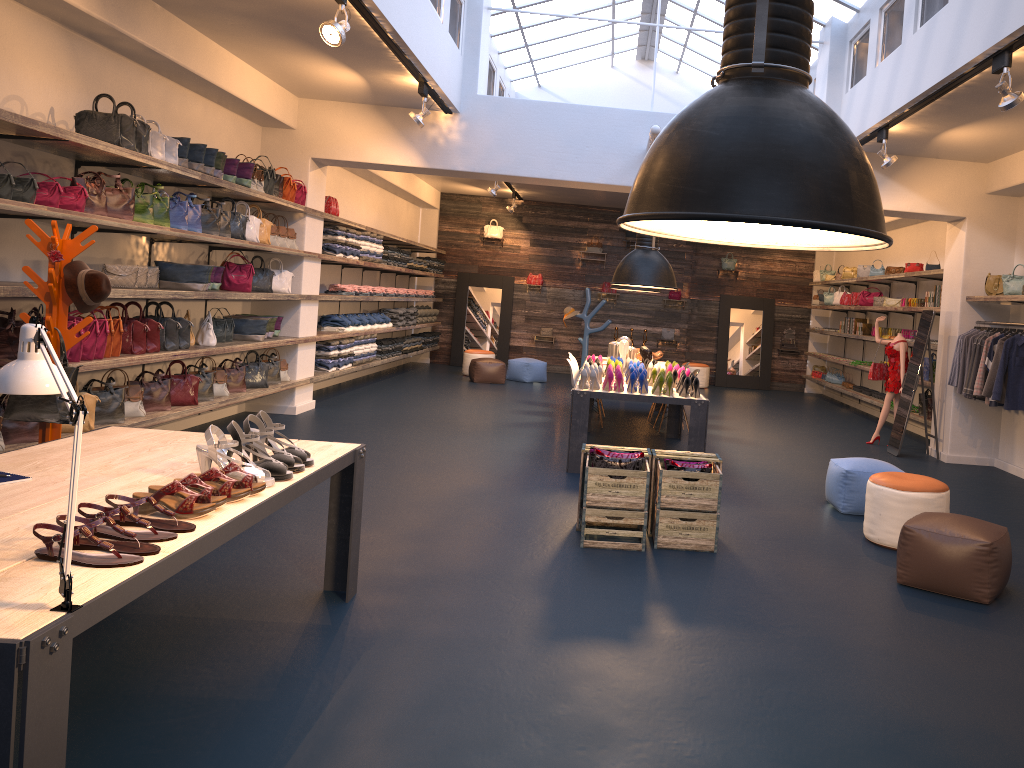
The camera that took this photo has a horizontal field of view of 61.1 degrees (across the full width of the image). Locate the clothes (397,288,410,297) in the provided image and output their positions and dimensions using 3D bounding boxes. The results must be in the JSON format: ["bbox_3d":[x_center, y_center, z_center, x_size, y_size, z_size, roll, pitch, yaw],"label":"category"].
[{"bbox_3d":[-1.919,-1.573,14.934,0.324,0.154,0.349,4,5,-4],"label":"clothes"}]

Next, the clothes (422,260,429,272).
[{"bbox_3d":[-1.742,-2.198,15.955,0.419,0.250,0.346,4,4,-2],"label":"clothes"}]

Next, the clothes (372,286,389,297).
[{"bbox_3d":[-2.080,-1.437,13.474,0.324,0.154,0.349,4,5,-4],"label":"clothes"}]

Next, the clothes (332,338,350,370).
[{"bbox_3d":[-2.280,-0.395,11.298,0.249,0.410,0.326,5,3,9],"label":"clothes"}]

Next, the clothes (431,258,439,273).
[{"bbox_3d":[-1.599,-2.281,16.667,0.376,0.298,0.313,4,4,-10],"label":"clothes"}]

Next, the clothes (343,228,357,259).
[{"bbox_3d":[-2.182,-1.831,11.266,0.249,0.410,0.326,5,3,9],"label":"clothes"}]

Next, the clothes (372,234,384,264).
[{"bbox_3d":[-2.046,-1.979,12.659,0.260,0.454,0.346,5,3,15],"label":"clothes"}]

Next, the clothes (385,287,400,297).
[{"bbox_3d":[-2.000,-1.504,14.195,0.324,0.154,0.349,4,5,-4],"label":"clothes"}]

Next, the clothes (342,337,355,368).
[{"bbox_3d":[-2.270,-0.427,11.627,0.249,0.410,0.326,5,3,9],"label":"clothes"}]

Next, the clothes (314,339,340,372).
[{"bbox_3d":[-2.345,-0.364,10.948,0.249,0.410,0.326,5,3,9],"label":"clothes"}]

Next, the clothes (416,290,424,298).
[{"bbox_3d":[-1.816,-1.675,16.082,0.334,0.159,0.335,7,5,22],"label":"clothes"}]

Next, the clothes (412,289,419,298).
[{"bbox_3d":[-1.839,-1.640,15.656,0.324,0.154,0.349,4,5,-4],"label":"clothes"}]

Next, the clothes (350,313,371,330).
[{"bbox_3d":[-2.256,-0.887,12.332,0.425,0.240,0.429,5,5,1],"label":"clothes"}]

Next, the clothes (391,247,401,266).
[{"bbox_3d":[-1.937,-1.996,13.595,0.376,0.298,0.313,4,4,-10],"label":"clothes"}]

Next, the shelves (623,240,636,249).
[{"bbox_3d":[2.511,-2.861,17.930,0.454,0.178,0.245,5,4,-1],"label":"shelves"}]

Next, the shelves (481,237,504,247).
[{"bbox_3d":[-0.400,-2.906,17.760,0.454,0.157,0.245,5,4,-1],"label":"shelves"}]

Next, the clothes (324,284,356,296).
[{"bbox_3d":[-2.301,-1.266,11.675,0.334,0.159,0.335,7,5,22],"label":"clothes"}]

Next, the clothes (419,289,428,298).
[{"bbox_3d":[-1.755,-1.711,16.418,0.324,0.154,0.349,4,5,-4],"label":"clothes"}]

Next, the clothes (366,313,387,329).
[{"bbox_3d":[-2.163,-0.967,13.187,0.407,0.240,0.448,6,5,17],"label":"clothes"}]

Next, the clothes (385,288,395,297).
[{"bbox_3d":[-2.061,-1.469,13.860,0.334,0.159,0.335,7,5,22],"label":"clothes"}]

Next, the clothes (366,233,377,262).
[{"bbox_3d":[-2.086,-1.945,12.298,0.260,0.454,0.346,5,3,15],"label":"clothes"}]

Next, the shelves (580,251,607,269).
[{"bbox_3d":[1.670,-2.549,17.888,0.562,0.316,0.244,4,3,-2],"label":"shelves"}]

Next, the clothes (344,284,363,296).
[{"bbox_3d":[-2.241,-1.301,12.011,0.324,0.154,0.349,4,5,-4],"label":"clothes"}]

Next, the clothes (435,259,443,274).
[{"bbox_3d":[-1.563,-2.311,16.994,0.353,0.298,0.307,5,4,1],"label":"clothes"}]

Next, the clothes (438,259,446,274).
[{"bbox_3d":[-1.528,-2.342,17.323,0.346,0.298,0.313,5,4,8],"label":"clothes"}]

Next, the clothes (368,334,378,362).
[{"bbox_3d":[-2.144,-0.542,12.690,0.260,0.454,0.346,5,3,15],"label":"clothes"}]

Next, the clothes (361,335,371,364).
[{"bbox_3d":[-2.184,-0.509,12.329,0.260,0.454,0.346,5,3,15],"label":"clothes"}]

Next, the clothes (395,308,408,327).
[{"bbox_3d":[-1.931,-1.115,14.413,0.402,0.317,0.348,4,4,-12],"label":"clothes"}]

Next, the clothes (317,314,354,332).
[{"bbox_3d":[-2.349,-0.809,11.487,0.425,0.240,0.429,5,5,1],"label":"clothes"}]

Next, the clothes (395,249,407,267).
[{"bbox_3d":[-1.902,-2.026,13.922,0.353,0.298,0.307,5,4,1],"label":"clothes"}]

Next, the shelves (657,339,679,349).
[{"bbox_3d":[3.225,-0.832,18.025,0.454,0.183,0.244,5,4,-1],"label":"shelves"}]

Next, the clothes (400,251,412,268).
[{"bbox_3d":[-1.866,-2.057,14.251,0.346,0.298,0.313,5,4,8],"label":"clothes"}]

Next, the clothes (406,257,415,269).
[{"bbox_3d":[-1.876,-2.086,14.745,0.405,0.250,0.357,5,4,11],"label":"clothes"}]

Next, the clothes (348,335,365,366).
[{"bbox_3d":[-2.220,-0.478,12.001,0.260,0.454,0.346,5,3,15],"label":"clothes"}]

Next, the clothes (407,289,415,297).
[{"bbox_3d":[-1.900,-1.604,15.320,0.334,0.159,0.335,7,5,22],"label":"clothes"}]

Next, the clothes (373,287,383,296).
[{"bbox_3d":[-2.140,-1.402,13.138,0.334,0.159,0.335,7,5,22],"label":"clothes"}]

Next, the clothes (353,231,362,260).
[{"bbox_3d":[-2.172,-1.864,11.595,0.249,0.410,0.326,5,3,9],"label":"clothes"}]

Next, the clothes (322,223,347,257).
[{"bbox_3d":[-2.247,-1.801,10.916,0.249,0.410,0.326,5,3,9],"label":"clothes"}]

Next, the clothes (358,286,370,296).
[{"bbox_3d":[-2.222,-1.333,12.397,0.334,0.159,0.335,7,5,22],"label":"clothes"}]

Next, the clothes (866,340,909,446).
[{"bbox_3d":[4.864,0.113,11.098,0.478,1.383,0.335,4,2,-13],"label":"clothes"}]

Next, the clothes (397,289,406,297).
[{"bbox_3d":[-1.979,-1.537,14.599,0.334,0.159,0.335,7,5,22],"label":"clothes"}]

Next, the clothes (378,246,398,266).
[{"bbox_3d":[-1.963,-1.964,13.269,0.368,0.298,0.329,5,4,4],"label":"clothes"}]

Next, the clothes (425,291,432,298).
[{"bbox_3d":[-1.737,-1.742,16.804,0.334,0.159,0.335,7,5,22],"label":"clothes"}]

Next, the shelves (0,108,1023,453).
[{"bbox_3d":[1.385,-0.525,9.548,8.634,2.220,16.916,5,6,4],"label":"shelves"}]

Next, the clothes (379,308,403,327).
[{"bbox_3d":[-1.963,-1.071,14.035,0.384,0.302,0.342,4,4,-11],"label":"clothes"}]

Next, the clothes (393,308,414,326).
[{"bbox_3d":[-1.876,-1.145,14.825,0.384,0.302,0.342,4,4,-11],"label":"clothes"}]

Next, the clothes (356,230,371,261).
[{"bbox_3d":[-2.122,-1.915,11.970,0.260,0.454,0.346,5,3,15],"label":"clothes"}]

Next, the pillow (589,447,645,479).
[{"bbox_3d":[0.672,0.581,5.660,0.357,0.348,0.437,5,4,2],"label":"pillow"}]

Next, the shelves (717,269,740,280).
[{"bbox_3d":[4.498,-2.281,18.061,0.454,0.177,0.244,5,4,-1],"label":"shelves"}]

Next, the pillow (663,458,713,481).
[{"bbox_3d":[1.156,0.643,5.788,0.309,0.318,0.460,5,4,3],"label":"pillow"}]

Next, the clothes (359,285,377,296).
[{"bbox_3d":[-2.161,-1.368,12.733,0.324,0.154,0.349,4,5,-4],"label":"clothes"}]

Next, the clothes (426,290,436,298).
[{"bbox_3d":[-1.676,-1.778,17.140,0.324,0.154,0.349,4,5,-4],"label":"clothes"}]

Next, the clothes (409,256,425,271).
[{"bbox_3d":[-1.787,-2.161,15.558,0.405,0.250,0.357,5,4,11],"label":"clothes"}]

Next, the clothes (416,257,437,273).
[{"bbox_3d":[-1.624,-2.250,16.341,0.368,0.298,0.329,5,4,4],"label":"clothes"}]

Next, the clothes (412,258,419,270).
[{"bbox_3d":[-1.831,-2.122,15.141,0.419,0.250,0.346,4,4,-2],"label":"clothes"}]

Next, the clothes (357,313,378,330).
[{"bbox_3d":[-2.211,-0.926,12.743,0.425,0.240,0.429,5,5,1],"label":"clothes"}]

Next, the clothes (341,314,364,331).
[{"bbox_3d":[-2.301,-0.850,11.930,0.407,0.240,0.448,6,5,17],"label":"clothes"}]
